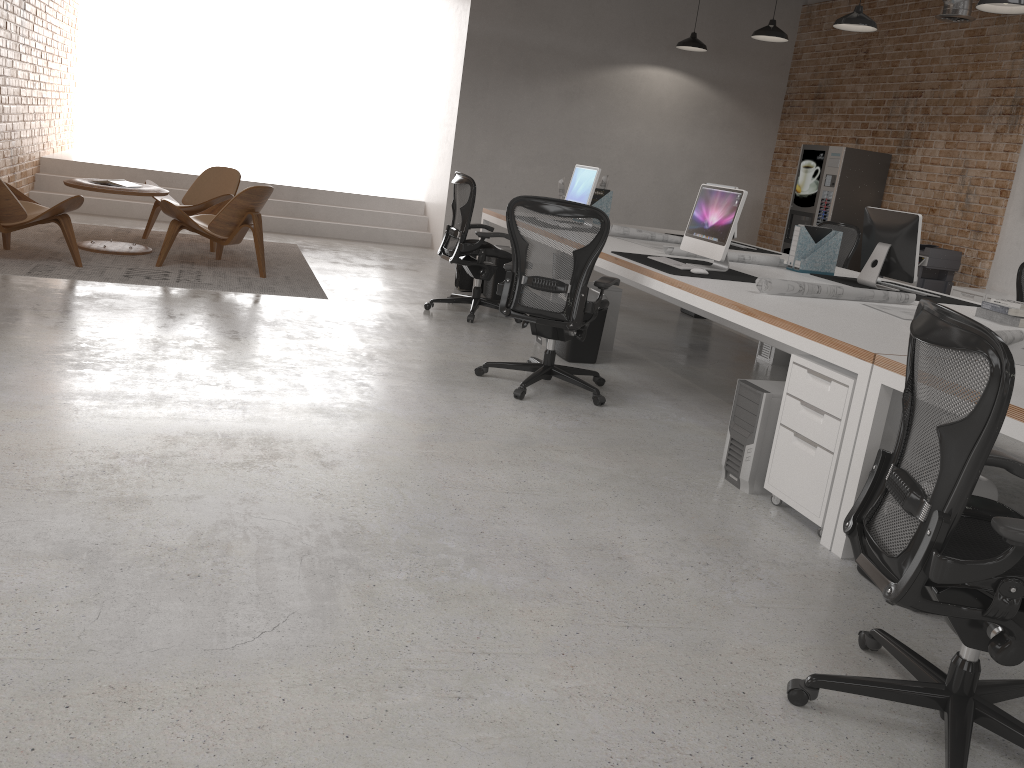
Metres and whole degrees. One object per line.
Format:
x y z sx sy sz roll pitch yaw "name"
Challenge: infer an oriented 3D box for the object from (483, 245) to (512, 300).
-0.097 -0.974 7.816 0.250 0.461 0.342 4 14 -19 "object"

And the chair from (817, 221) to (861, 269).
2.608 -0.896 7.749 0.792 1.074 0.778 -1 16 -35 "chair"

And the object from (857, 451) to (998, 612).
1.400 0.495 3.034 0.250 0.461 0.342 4 14 -19 "object"

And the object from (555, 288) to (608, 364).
0.444 -0.400 5.924 0.250 0.461 0.342 4 14 -19 "object"

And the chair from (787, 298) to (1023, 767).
1.183 0.367 2.191 0.791 1.074 0.779 6 13 -11 "chair"

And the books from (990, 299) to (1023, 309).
2.661 -0.420 4.678 0.152 0.029 0.187 2 16 -21 "books"

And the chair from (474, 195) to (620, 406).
0.230 -0.512 5.023 0.771 1.074 0.800 9 13 4 "chair"

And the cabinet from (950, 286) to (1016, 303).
4.265 -0.525 8.078 0.459 0.641 0.392 3 14 -19 "cabinet"

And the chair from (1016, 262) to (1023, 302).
3.449 -0.317 5.999 0.792 1.074 0.778 -1 16 -35 "chair"

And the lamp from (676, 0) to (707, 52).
2.106 -4.233 10.022 0.362 0.847 0.365 -3 17 -41 "lamp"

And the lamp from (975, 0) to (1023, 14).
3.473 -3.228 5.940 0.362 1.349 0.366 8 12 -2 "lamp"

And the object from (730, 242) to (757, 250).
1.901 -1.179 7.493 0.118 0.017 0.444 3 15 -19 "object"

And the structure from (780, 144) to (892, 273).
3.520 -1.703 9.878 0.637 1.792 0.759 4 13 -19 "structure"

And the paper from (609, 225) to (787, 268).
1.297 -1.003 6.416 0.974 0.104 1.088 2 16 -22 "paper"

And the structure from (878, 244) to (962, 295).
3.943 -0.985 8.853 0.503 1.046 1.070 4 14 -19 "structure"

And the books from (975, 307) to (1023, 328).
2.652 -0.349 4.711 0.200 0.050 0.275 2 16 -22 "books"

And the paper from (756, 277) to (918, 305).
1.756 -0.488 4.698 1.133 0.082 0.084 1 15 -24 "paper"

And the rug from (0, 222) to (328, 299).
-3.151 -1.141 7.733 2.726 0.004 3.032 3 15 -19 "rug"

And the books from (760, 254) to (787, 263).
1.961 -0.945 6.656 0.200 0.023 0.237 11 15 13 "books"

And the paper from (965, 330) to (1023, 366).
2.414 -0.077 3.497 1.082 0.104 0.979 18 18 33 "paper"

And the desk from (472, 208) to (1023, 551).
1.558 -0.418 5.989 2.310 0.761 5.171 3 15 -19 "desk"

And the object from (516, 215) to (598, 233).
0.423 -1.278 7.134 0.686 0.008 0.858 3 15 -19 "object"

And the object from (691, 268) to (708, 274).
1.040 -0.624 4.903 0.106 0.028 0.059 3 15 -20 "object"

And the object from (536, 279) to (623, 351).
0.464 -0.495 6.321 0.540 0.450 0.223 3 13 -19 "object"

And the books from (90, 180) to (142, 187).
-3.386 -1.728 7.573 0.350 0.034 0.259 9 15 5 "books"

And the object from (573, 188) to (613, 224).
0.718 -1.584 7.858 0.280 0.309 0.152 3 13 -19 "object"

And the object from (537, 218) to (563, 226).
0.318 -1.299 7.106 0.118 0.017 0.444 3 15 -19 "object"

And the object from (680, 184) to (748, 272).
1.195 -0.917 5.209 0.189 0.480 0.489 4 14 -19 "object"

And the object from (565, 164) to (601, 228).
0.567 -1.505 7.107 0.189 0.480 0.489 4 14 -19 "object"

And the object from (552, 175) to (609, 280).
0.618 -1.429 8.505 0.413 1.198 0.444 -3 16 -41 "object"

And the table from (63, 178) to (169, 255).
-3.400 -1.434 7.606 0.826 0.564 0.835 0 16 -31 "table"

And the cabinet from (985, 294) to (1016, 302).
4.384 -0.413 7.718 0.459 0.641 0.392 3 14 -19 "cabinet"

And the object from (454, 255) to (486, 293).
-0.275 -1.059 8.133 0.547 0.425 0.271 3 14 -21 "object"

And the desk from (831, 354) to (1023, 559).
3.118 1.044 1.270 2.310 0.761 5.171 3 15 -19 "desk"

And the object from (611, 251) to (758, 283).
1.053 -0.689 5.229 0.686 0.008 0.858 3 15 -19 "object"

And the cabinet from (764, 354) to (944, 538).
1.375 0.252 3.589 0.459 0.641 0.392 3 14 -19 "cabinet"

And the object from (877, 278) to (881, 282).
2.425 -0.701 5.933 0.106 0.028 0.059 3 15 -20 "object"

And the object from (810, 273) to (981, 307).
2.411 -0.598 5.609 0.686 0.008 0.858 3 15 -18 "object"

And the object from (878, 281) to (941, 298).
2.517 -0.602 5.630 0.118 0.017 0.444 3 15 -19 "object"

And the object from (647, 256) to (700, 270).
0.946 -0.711 5.208 0.118 0.017 0.444 3 15 -19 "object"

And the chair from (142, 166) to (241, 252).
-2.984 -1.702 8.482 0.868 0.744 0.864 -4 18 -42 "chair"

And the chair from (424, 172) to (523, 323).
-0.249 -1.091 6.967 0.792 1.074 0.778 -1 16 -35 "chair"

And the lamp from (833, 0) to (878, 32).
2.966 -3.428 7.422 0.362 0.847 0.365 -3 17 -41 "lamp"

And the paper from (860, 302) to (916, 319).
2.065 -0.349 4.467 0.484 0.001 0.434 5 15 -11 "paper"

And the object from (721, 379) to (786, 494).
1.246 0.238 3.956 0.540 0.450 0.223 3 13 -19 "object"

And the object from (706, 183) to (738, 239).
1.715 -1.420 7.396 0.189 0.480 0.489 4 14 -19 "object"

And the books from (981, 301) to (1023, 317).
2.642 -0.391 4.680 0.193 0.044 0.260 7 15 -2 "books"

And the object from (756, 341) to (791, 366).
2.210 -0.379 6.814 0.543 0.450 0.223 3 13 -19 "object"

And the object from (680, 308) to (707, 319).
1.810 -0.879 8.471 0.250 0.461 0.342 4 14 -19 "object"

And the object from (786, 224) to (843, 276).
2.043 -0.904 5.981 0.280 0.309 0.152 3 13 -19 "object"

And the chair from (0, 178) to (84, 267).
-3.708 -1.303 6.579 0.868 0.744 0.865 -2 17 -37 "chair"

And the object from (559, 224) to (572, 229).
0.412 -1.212 6.800 0.106 0.028 0.059 3 15 -18 "object"

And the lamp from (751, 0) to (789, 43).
2.615 -4.031 8.534 0.362 1.349 0.365 -3 16 -41 "lamp"

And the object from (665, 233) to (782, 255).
1.777 -1.192 7.526 0.686 0.008 0.858 3 15 -18 "object"

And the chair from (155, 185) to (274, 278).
-2.499 -1.330 7.328 0.858 0.744 0.875 -4 18 -42 "chair"

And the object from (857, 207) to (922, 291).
2.331 -0.843 5.533 0.189 0.480 0.489 4 14 -19 "object"
